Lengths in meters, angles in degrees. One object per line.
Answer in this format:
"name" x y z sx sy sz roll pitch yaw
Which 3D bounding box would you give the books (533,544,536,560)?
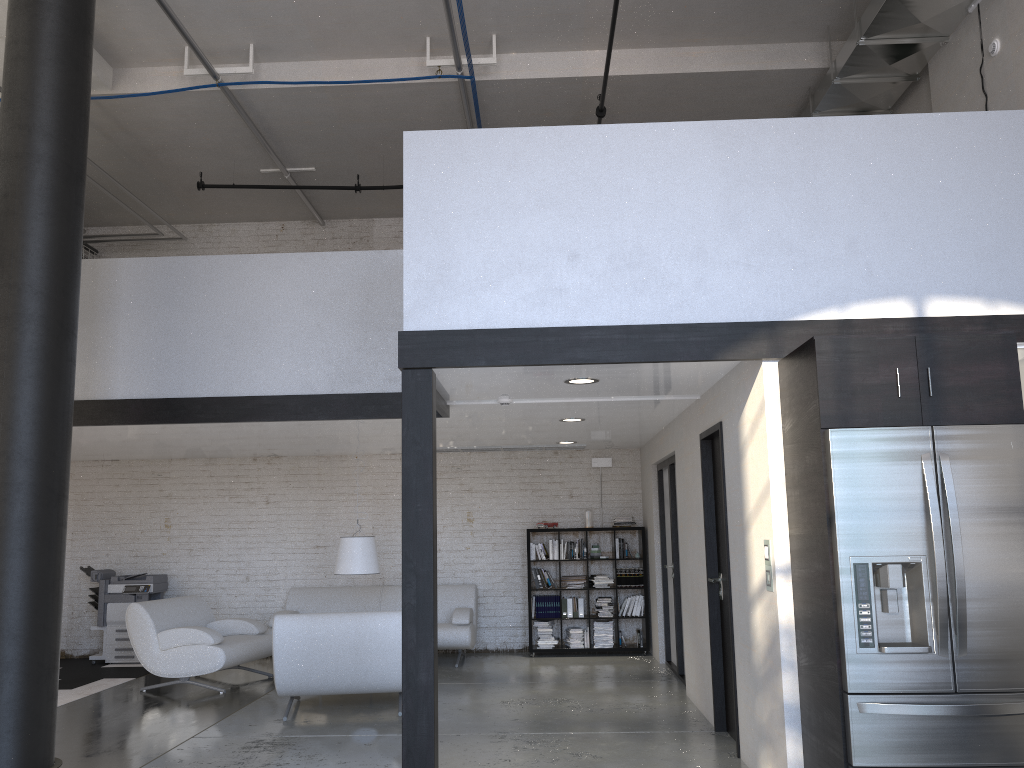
"books" 0.246 1.871 9.873 0.028 0.170 0.124 -1 -9 2

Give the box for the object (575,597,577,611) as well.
"object" 0.711 2.461 9.803 0.028 0.207 0.140 -1 -9 2

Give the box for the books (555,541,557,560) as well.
"books" 0.486 1.855 9.901 0.015 0.202 0.129 -1 -9 2

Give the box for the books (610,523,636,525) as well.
"books" 1.246 1.566 9.939 0.259 0.019 0.138 1 -10 -12

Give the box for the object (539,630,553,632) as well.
"object" 0.375 2.722 9.802 0.149 0.012 0.236 -1 -9 -1

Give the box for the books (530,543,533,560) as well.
"books" 0.219 1.865 9.882 0.025 0.187 0.138 -1 -9 2

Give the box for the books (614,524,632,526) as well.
"books" 1.244 1.580 9.932 0.199 0.010 0.126 -2 -9 8

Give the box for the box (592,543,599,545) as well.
"box" 0.933 1.792 9.905 0.055 0.020 0.055 -5 -10 21

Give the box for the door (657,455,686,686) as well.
"door" 1.502 1.719 8.295 0.160 2.056 1.754 -1 -9 2

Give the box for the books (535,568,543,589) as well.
"books" 0.301 2.156 9.838 0.086 0.221 0.160 -1 -9 2

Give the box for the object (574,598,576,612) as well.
"object" 0.694 2.464 9.805 0.022 0.203 0.130 -1 -9 2

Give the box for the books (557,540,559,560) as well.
"books" 0.511 1.847 9.883 0.012 0.213 0.136 -1 -9 2

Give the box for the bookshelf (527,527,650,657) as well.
"bookshelf" 0.832 2.299 9.864 1.309 1.378 0.390 -1 -9 2

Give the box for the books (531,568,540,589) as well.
"books" 0.263 2.154 9.834 0.097 0.224 0.162 -1 -9 2

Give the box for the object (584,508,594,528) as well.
"object" 0.859 1.501 9.931 0.106 0.217 0.106 -4 -9 20

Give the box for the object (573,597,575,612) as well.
"object" 0.685 2.462 9.803 0.006 0.207 0.140 -1 -9 2

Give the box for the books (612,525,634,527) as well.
"books" 1.247 1.595 9.938 0.214 0.016 0.137 -5 -10 23

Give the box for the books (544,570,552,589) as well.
"books" 0.399 2.162 9.830 0.093 0.202 0.149 -1 -9 2

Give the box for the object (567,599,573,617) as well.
"object" 0.640 2.471 9.812 0.056 0.199 0.177 -2 -9 3

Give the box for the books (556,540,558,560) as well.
"books" 0.500 1.847 9.891 0.012 0.213 0.136 -1 -9 2

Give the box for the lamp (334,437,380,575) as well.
"lamp" -1.473 1.128 8.470 0.436 1.344 0.437 -4 -9 16

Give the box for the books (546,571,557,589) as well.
"books" 0.442 2.164 9.823 0.118 0.194 0.149 -1 -9 2

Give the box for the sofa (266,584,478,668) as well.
"sofa" -1.467 2.602 9.576 2.137 0.775 1.018 -1 -9 2

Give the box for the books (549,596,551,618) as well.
"books" 0.421 2.459 9.808 0.024 0.231 0.174 -1 -9 2

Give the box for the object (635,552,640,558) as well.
"object" 1.386 1.891 9.792 0.060 0.060 0.060 -6 -10 27

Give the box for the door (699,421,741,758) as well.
"door" 1.464 1.308 5.783 0.271 2.053 0.752 -1 -9 2

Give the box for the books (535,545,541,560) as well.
"books" 0.290 1.873 9.865 0.061 0.164 0.119 -1 -9 2

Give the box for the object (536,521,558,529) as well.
"object" 0.398 1.591 10.016 0.117 0.083 0.287 -8 -12 36

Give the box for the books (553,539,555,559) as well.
"books" 0.469 1.846 9.905 0.021 0.219 0.134 -1 -9 2

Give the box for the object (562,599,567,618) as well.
"object" 0.576 2.470 9.797 0.056 0.199 0.177 -1 -9 1

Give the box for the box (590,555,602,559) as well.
"box" 0.936 1.929 9.885 0.096 0.034 0.096 4 -10 -26

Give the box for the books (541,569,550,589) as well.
"books" 0.371 2.156 9.828 0.097 0.215 0.141 -1 -9 2

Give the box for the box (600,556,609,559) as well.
"box" 1.024 1.922 9.823 0.071 0.023 0.071 -8 -11 34

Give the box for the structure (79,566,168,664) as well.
"structure" -4.318 2.567 9.919 1.058 1.055 0.504 -1 -9 2

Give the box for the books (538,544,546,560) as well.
"books" 0.335 1.864 9.869 0.081 0.180 0.118 -1 -9 2

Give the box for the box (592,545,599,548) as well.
"box" 0.933 1.816 9.902 0.072 0.029 0.072 -1 -9 -3

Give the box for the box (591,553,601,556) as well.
"box" 0.935 1.898 9.890 0.084 0.028 0.084 8 -13 -43

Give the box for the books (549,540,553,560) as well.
"books" 0.437 1.844 9.870 0.039 0.214 0.131 -1 -9 2

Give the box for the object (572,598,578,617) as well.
"object" 0.701 2.466 9.789 0.056 0.199 0.172 -1 -9 2

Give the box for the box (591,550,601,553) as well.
"box" 0.934 1.870 9.894 0.084 0.028 0.084 -8 -12 37

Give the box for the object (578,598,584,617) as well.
"object" 0.765 2.467 9.801 0.056 0.199 0.177 -2 -9 5

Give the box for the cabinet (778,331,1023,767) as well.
"cabinet" 3.431 0.545 2.195 4.275 2.309 4.241 -1 -9 2

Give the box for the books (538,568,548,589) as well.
"books" 0.342 2.154 9.827 0.104 0.218 0.160 -1 -9 2

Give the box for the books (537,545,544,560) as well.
"books" 0.317 1.872 9.862 0.075 0.161 0.119 -1 -9 2

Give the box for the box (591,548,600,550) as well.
"box" 0.934 1.843 9.898 0.075 0.027 0.075 -5 -10 24

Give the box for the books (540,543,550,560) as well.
"books" 0.367 1.860 9.867 0.101 0.185 0.127 -1 -9 2
